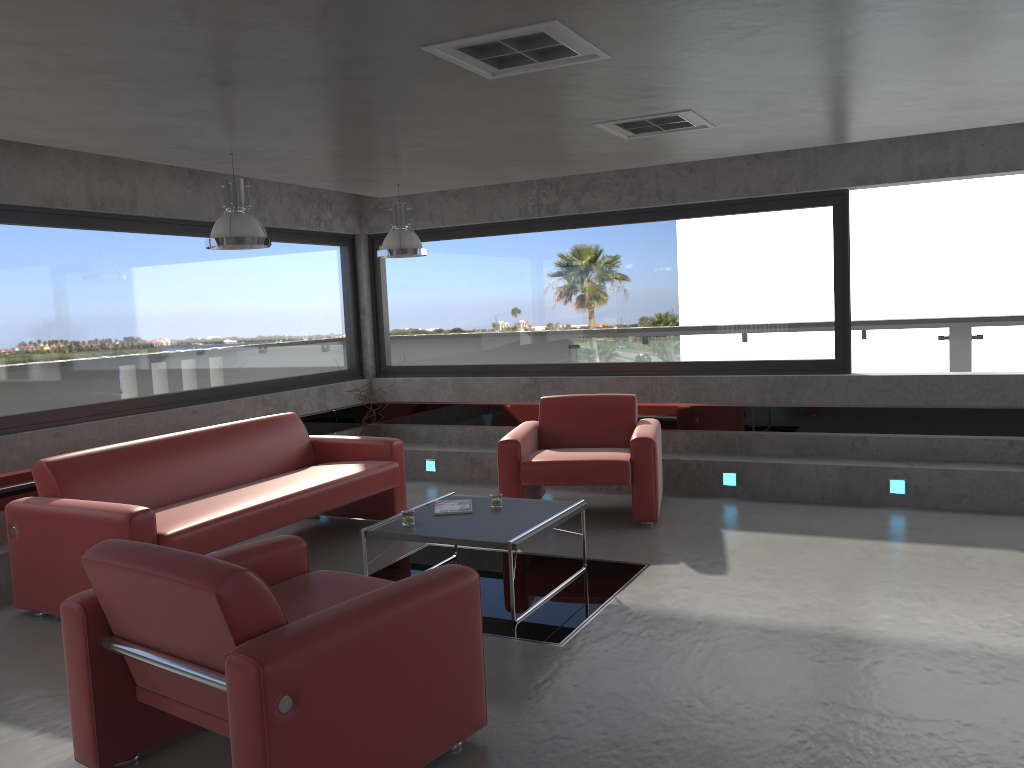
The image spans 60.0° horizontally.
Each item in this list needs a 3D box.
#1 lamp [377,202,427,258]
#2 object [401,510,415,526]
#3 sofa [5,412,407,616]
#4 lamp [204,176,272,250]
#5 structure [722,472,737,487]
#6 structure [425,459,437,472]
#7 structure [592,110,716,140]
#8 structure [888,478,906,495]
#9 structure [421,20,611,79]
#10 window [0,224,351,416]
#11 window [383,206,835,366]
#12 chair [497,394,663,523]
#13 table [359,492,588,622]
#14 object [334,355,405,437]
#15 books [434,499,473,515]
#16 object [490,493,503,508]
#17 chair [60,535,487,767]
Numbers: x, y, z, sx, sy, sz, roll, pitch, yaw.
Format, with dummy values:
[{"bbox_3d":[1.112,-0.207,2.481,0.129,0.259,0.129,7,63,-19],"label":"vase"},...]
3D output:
[{"bbox_3d":[-0.876,-1.219,6.993,0.388,0.422,0.389,-1,5,16],"label":"lamp"},{"bbox_3d":[-0.598,0.770,5.106,0.079,0.077,0.079,-2,5,10],"label":"object"},{"bbox_3d":[-1.837,0.747,5.999,1.120,0.854,2.626,0,6,27],"label":"sofa"},{"bbox_3d":[-1.677,-1.043,5.391,0.389,0.422,0.388,0,6,27],"label":"lamp"},{"bbox_3d":[1.786,0.783,7.279,0.123,0.123,0.004,0,6,27],"label":"structure"},{"bbox_3d":[-0.785,0.791,8.566,0.123,0.123,0.004,0,6,27],"label":"structure"},{"bbox_3d":[0.820,-1.599,5.088,0.563,0.240,0.563,0,6,27],"label":"structure"},{"bbox_3d":[2.917,0.779,6.713,0.123,0.123,0.004,0,6,27],"label":"structure"},{"bbox_3d":[0.023,-1.425,3.495,0.563,0.240,0.563,0,6,27],"label":"structure"},{"bbox_3d":[-3.424,-0.421,5.721,0.003,1.364,7.800,0,6,27],"label":"window"},{"bbox_3d":[0.648,-0.836,8.320,4.583,1.364,0.003,0,6,27],"label":"window"},{"bbox_3d":[0.557,0.552,6.955,1.196,0.854,1.130,-2,5,12],"label":"chair"},{"bbox_3d":[-0.191,0.983,5.256,0.994,0.436,1.018,0,6,27],"label":"table"},{"bbox_3d":[-1.284,0.364,8.022,0.531,1.289,0.466,1,6,39],"label":"object"},{"bbox_3d":[-0.361,0.755,5.472,0.228,0.022,0.326,-3,5,-3],"label":"books"},{"bbox_3d":[-0.095,0.717,5.444,0.079,0.077,0.079,1,6,35],"label":"object"},{"bbox_3d":[-0.855,0.930,3.352,1.196,0.854,1.130,1,6,37],"label":"chair"}]
